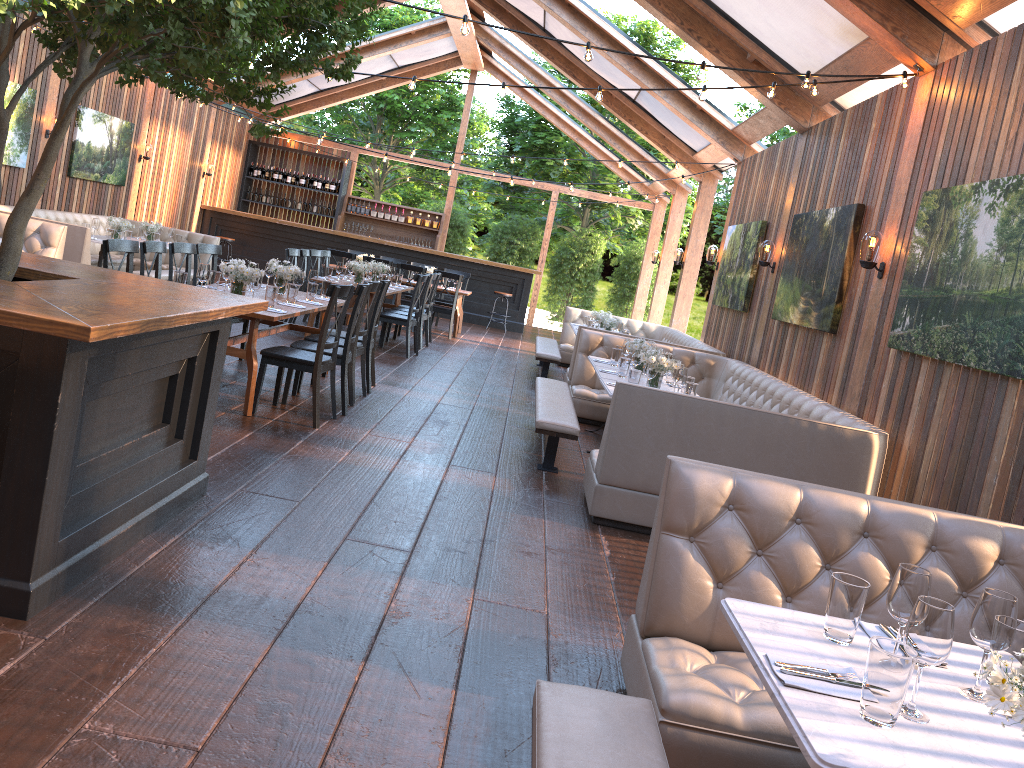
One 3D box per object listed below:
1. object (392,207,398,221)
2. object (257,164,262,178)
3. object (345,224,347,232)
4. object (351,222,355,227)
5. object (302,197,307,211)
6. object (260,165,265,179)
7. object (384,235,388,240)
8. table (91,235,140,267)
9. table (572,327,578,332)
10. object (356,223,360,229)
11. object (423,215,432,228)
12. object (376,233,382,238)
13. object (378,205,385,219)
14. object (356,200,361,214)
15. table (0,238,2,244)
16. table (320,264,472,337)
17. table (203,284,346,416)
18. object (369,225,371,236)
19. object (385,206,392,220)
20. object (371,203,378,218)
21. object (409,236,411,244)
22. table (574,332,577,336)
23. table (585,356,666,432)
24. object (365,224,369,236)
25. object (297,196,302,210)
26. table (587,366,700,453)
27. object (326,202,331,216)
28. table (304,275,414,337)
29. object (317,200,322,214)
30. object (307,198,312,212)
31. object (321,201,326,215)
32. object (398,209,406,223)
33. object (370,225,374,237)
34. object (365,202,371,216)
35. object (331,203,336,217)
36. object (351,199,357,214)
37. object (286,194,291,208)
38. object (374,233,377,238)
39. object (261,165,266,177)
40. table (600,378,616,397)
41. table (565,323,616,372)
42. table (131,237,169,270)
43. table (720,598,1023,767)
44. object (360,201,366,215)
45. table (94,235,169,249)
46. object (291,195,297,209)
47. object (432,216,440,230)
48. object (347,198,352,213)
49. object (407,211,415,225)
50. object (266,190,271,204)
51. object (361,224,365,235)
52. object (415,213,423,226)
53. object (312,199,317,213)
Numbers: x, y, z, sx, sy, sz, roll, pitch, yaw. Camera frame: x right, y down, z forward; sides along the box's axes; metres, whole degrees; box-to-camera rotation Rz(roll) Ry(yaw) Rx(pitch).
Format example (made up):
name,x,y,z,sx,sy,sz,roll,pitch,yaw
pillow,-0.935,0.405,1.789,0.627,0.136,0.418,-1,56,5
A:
name,x,y,z,sx,sy,sz,roll,pitch,yaw
object,-2.595,-3.770,19.659,0.138,0.309,0.139,11,5,-5
object,-5.528,-4.658,19.387,0.077,0.305,0.077,13,5,17
object,-3.677,-3.458,19.527,0.070,0.184,0.070,12,5,5
object,-3.538,-3.472,19.610,0.093,0.243,0.092,13,5,20
object,-4.546,-3.953,19.448,0.095,0.307,0.094,14,5,27
object,-5.441,-4.639,19.365,0.077,0.307,0.078,9,5,-21
object,-2.801,-3.255,19.637,0.123,0.096,0.125,10,7,-11
table,-5.130,-1.462,11.005,0.798,0.668,0.804,11,7,-1
table,1.141,-0.327,11.737,0.798,0.668,0.804,11,7,1
object,-3.427,-3.449,19.601,0.093,0.243,0.092,13,5,20
object,-1.873,-3.613,19.643,0.176,0.287,0.110,11,5,-4
object,-2.949,-3.276,19.582,0.124,0.096,0.124,13,7,12
object,-2.899,-3.833,19.675,0.138,0.309,0.139,11,5,0
object,-3.400,-3.941,19.704,0.094,0.317,0.095,11,5,-4
table,-5.208,-1.062,8.126,0.798,0.668,0.804,11,7,0
table,-1.956,-1.386,14.633,2.430,0.726,0.956,11,7,1
table,-2.131,-0.366,7.311,0.950,0.725,2.447,11,8,0
object,-3.153,-3.411,19.711,0.092,0.243,0.093,9,5,-25
object,-2.742,-3.801,19.667,0.138,0.309,0.139,12,5,5
object,-3.052,-3.864,19.681,0.138,0.309,0.139,12,5,5
object,-2.216,-3.158,19.464,0.073,0.180,0.074,9,5,-25
table,1.119,-0.214,10.923,0.798,0.668,0.804,11,7,-1
table,1.041,0.185,8.044,0.798,0.668,0.804,11,7,0
object,-3.220,-3.408,19.596,0.092,0.243,0.093,9,5,-25
object,-4.660,-3.972,19.425,0.094,0.307,0.094,11,5,-2
table,1.018,0.298,7.231,0.798,0.668,0.804,11,7,1
object,-4.016,-3.842,19.406,0.094,0.307,0.094,11,5,1
table,-2.009,-0.989,11.810,0.950,0.725,2.447,11,8,0
object,-4.219,-3.889,19.449,0.095,0.307,0.094,13,5,21
object,-4.434,-3.926,19.411,0.094,0.307,0.095,8,6,-34
object,-4.118,-3.864,19.420,0.094,0.307,0.094,11,5,-4
object,-2.439,-3.742,19.677,0.138,0.309,0.139,12,5,5
object,-3.115,-3.388,19.603,0.092,0.243,0.093,9,5,-25
object,-3.199,-3.898,19.684,0.094,0.317,0.095,12,5,10
object,-3.913,-3.827,19.440,0.095,0.307,0.094,14,5,26
object,-3.501,-3.956,19.674,0.094,0.317,0.095,13,5,15
object,-4.890,-4.014,19.400,0.094,0.307,0.095,10,5,-18
object,-3.039,-3.312,19.710,0.124,0.096,0.124,13,7,12
object,-5.501,-4.671,19.495,0.135,0.314,0.137,7,6,-38
table,0.996,0.411,6.417,0.798,0.668,0.804,11,7,-1
table,1.163,-0.439,12.551,0.798,0.668,0.804,11,7,0
table,-5.086,-1.687,12.632,0.798,0.668,0.804,11,7,0
table,0.876,1.024,1.999,0.798,0.668,0.804,11,7,-1
object,-3.302,-3.916,19.668,0.094,0.317,0.095,11,5,-4
table,-5.108,-1.574,11.818,0.798,0.668,0.804,11,7,1
object,-4.778,-3.998,19.444,0.094,0.307,0.094,11,5,0
object,-1.689,-3.581,19.676,0.176,0.287,0.110,12,5,6
object,-3.602,-3.980,19.703,0.094,0.317,0.095,11,5,1
object,-2.253,-3.691,19.666,0.176,0.287,0.110,11,5,-4
object,-5.359,-4.121,19.495,0.094,0.307,0.095,8,6,-35
object,-3.320,-3.429,19.608,0.092,0.243,0.093,9,5,-25
object,-2.061,-3.656,19.686,0.176,0.287,0.110,12,5,6
object,-4.327,-3.908,19.435,0.094,0.307,0.095,8,6,-35
